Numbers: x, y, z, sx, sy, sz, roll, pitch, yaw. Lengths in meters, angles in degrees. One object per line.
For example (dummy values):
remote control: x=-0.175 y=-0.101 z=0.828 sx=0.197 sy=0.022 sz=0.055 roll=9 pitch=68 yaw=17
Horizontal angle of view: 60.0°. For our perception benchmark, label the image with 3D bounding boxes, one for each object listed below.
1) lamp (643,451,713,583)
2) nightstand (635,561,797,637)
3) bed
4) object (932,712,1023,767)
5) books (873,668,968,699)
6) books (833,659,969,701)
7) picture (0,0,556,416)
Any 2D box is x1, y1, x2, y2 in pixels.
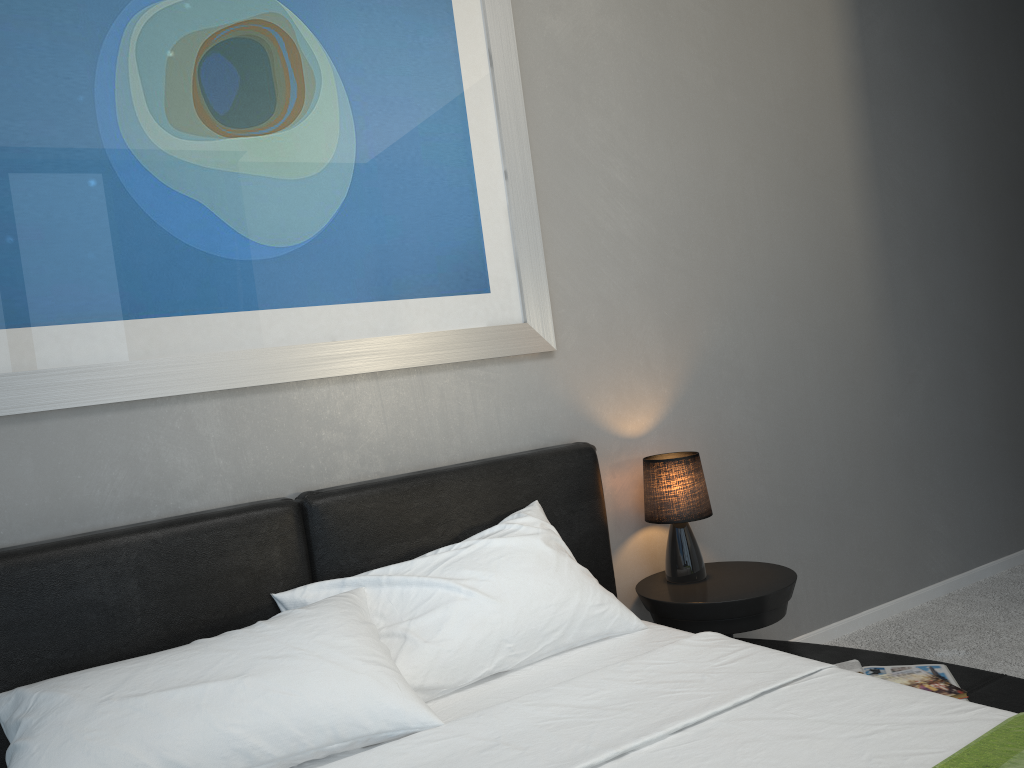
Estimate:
lamp: x=0.534 y=0.427 z=2.842 sx=0.219 sy=0.400 sz=0.208 roll=-6 pitch=2 yaw=39
nightstand: x=0.664 y=0.834 z=2.788 sx=0.496 sy=0.440 sz=0.496 roll=-8 pitch=1 yaw=-2
bed: x=0.128 y=0.672 z=1.268 sx=2.751 sy=0.934 sz=2.619 roll=-8 pitch=1 yaw=-31
object: x=0.378 y=0.717 z=0.861 sx=2.298 sy=0.342 sz=0.647 roll=-8 pitch=1 yaw=-32
books: x=0.969 y=0.724 z=2.120 sx=0.133 sy=0.012 sz=0.189 roll=-8 pitch=0 yaw=-9
books: x=0.876 y=0.730 z=2.162 sx=0.395 sy=0.039 sz=0.301 roll=-7 pitch=0 yaw=15
picture: x=-0.721 y=-0.694 z=2.309 sx=1.797 sy=1.401 sz=0.025 roll=-8 pitch=2 yaw=-31
